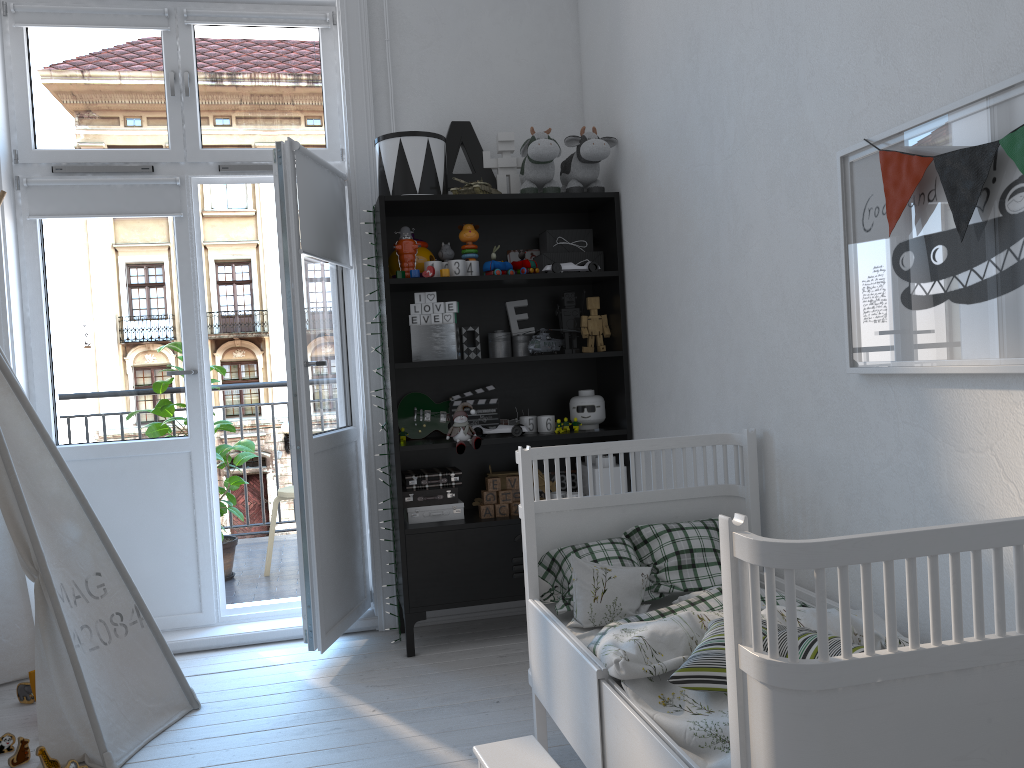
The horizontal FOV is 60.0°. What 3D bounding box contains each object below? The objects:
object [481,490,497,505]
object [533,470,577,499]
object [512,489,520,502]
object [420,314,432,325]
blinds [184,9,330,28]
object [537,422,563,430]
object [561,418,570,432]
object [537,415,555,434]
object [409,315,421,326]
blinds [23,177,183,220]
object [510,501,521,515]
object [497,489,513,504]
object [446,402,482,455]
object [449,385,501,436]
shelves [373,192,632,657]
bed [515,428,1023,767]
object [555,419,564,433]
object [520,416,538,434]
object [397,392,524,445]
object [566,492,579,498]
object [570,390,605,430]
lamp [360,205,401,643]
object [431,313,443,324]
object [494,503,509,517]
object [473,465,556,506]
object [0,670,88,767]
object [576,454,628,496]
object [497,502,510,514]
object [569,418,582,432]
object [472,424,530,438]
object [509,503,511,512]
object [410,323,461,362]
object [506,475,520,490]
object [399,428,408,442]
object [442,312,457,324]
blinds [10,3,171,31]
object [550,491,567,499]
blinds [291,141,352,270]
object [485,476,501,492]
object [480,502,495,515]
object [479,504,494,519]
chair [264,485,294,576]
[{"bbox_3d":[-0.088,0.434,3.407,0.050,0.050,0.050,-4,2,-13],"label":"object"},{"bbox_3d":[0.141,0.427,3.666,0.347,0.120,0.034,-4,2,-13],"label":"object"},{"bbox_3d":[0.018,0.427,3.438,0.050,0.050,0.050,-4,2,-13],"label":"object"},{"bbox_3d":[-0.322,-0.239,3.314,0.040,0.040,0.040,-3,2,-8],"label":"object"},{"bbox_3d":[-1.019,-1.468,3.562,0.565,0.060,0.032,-4,2,-13],"label":"blinds"},{"bbox_3d":[0.143,0.169,3.604,0.163,0.034,0.069,-4,1,-13],"label":"object"},{"bbox_3d":[0.210,0.159,3.458,0.042,0.054,0.031,-4,2,-12],"label":"object"},{"bbox_3d":[0.133,0.157,3.441,0.067,0.067,0.067,-3,1,1],"label":"object"},{"bbox_3d":[-0.361,-0.237,3.308,0.040,0.040,0.040,-3,1,2],"label":"object"},{"bbox_3d":[-1.583,-0.724,3.448,0.565,0.158,0.032,-4,2,-13],"label":"blinds"},{"bbox_3d":[0.025,0.477,3.413,0.050,0.050,0.050,-3,2,17],"label":"object"},{"bbox_3d":[-0.028,0.431,3.400,0.050,0.050,0.050,-4,2,-13],"label":"object"},{"bbox_3d":[-0.176,0.162,3.260,0.110,0.186,0.129,-4,2,-26],"label":"object"},{"bbox_3d":[-0.149,0.107,3.538,0.200,0.199,0.048,-4,2,-13],"label":"object"},{"bbox_3d":[-0.023,0.131,3.467,0.911,1.678,0.353,-4,2,-13],"label":"shelves"},{"bbox_3d":[0.492,0.562,1.800,0.670,0.833,1.404,-4,1,-13],"label":"bed"},{"bbox_3d":[0.181,0.162,3.397,0.031,0.054,0.042,-2,2,38],"label":"object"},{"bbox_3d":[0.065,0.160,3.474,0.067,0.067,0.067,-3,1,1],"label":"object"},{"bbox_3d":[-0.193,0.141,3.556,0.542,0.239,0.093,-4,2,-12],"label":"object"},{"bbox_3d":[0.244,0.455,3.426,0.067,0.067,0.067,-3,1,1],"label":"object"},{"bbox_3d":[0.300,0.104,3.530,0.139,0.162,0.139,-4,2,-38],"label":"object"},{"bbox_3d":[-0.062,0.128,3.523,0.985,1.684,0.095,-4,2,-15],"label":"lamp"},{"bbox_3d":[-0.278,-0.242,3.305,0.040,0.040,0.040,-3,1,2],"label":"object"},{"bbox_3d":[-0.041,0.481,3.398,0.050,0.050,0.050,-3,2,-8],"label":"object"},{"bbox_3d":[0.011,0.410,3.545,0.337,0.186,0.111,-3,2,2],"label":"object"},{"bbox_3d":[-1.347,0.923,2.661,0.385,0.284,0.856,-4,1,-21],"label":"object"},{"bbox_3d":[0.355,0.381,3.532,0.132,0.199,0.267,-4,1,-13],"label":"object"},{"bbox_3d":[-0.038,0.480,3.454,0.050,0.050,0.050,-4,2,-13],"label":"object"},{"bbox_3d":[0.246,0.157,3.436,0.042,0.054,0.031,-2,2,33],"label":"object"},{"bbox_3d":[-0.048,0.178,3.409,0.230,0.048,0.098,-3,1,12],"label":"object"},{"bbox_3d":[0.019,0.476,3.471,0.050,0.050,0.050,-4,2,-13],"label":"object"},{"bbox_3d":[-0.288,-0.154,3.344,0.170,0.138,0.124,-3,2,2],"label":"object"},{"bbox_3d":[0.005,0.379,3.421,0.050,0.050,0.050,-3,2,7],"label":"object"},{"bbox_3d":[-0.422,0.196,3.427,0.042,0.054,0.031,-3,2,-2],"label":"object"},{"bbox_3d":[-0.232,-0.244,3.303,0.040,0.040,0.040,-3,2,17],"label":"object"},{"bbox_3d":[-1.623,-1.417,3.427,0.565,0.087,0.032,-4,2,-13],"label":"blinds"},{"bbox_3d":[0.183,0.458,3.469,0.067,0.067,0.067,-3,1,1],"label":"object"},{"bbox_3d":[-0.705,-0.656,3.357,0.032,0.390,0.565,-3,1,7],"label":"blinds"},{"bbox_3d":[-0.072,0.384,3.402,0.050,0.050,0.050,-4,2,-13],"label":"object"},{"bbox_3d":[-0.095,0.484,3.442,0.050,0.050,0.050,-4,2,-13],"label":"object"},{"bbox_3d":[-0.098,0.485,3.385,0.050,0.050,0.050,-4,2,-13],"label":"object"},{"bbox_3d":[-1.023,0.616,4.670,0.436,0.716,0.498,-2,2,32],"label":"chair"}]
